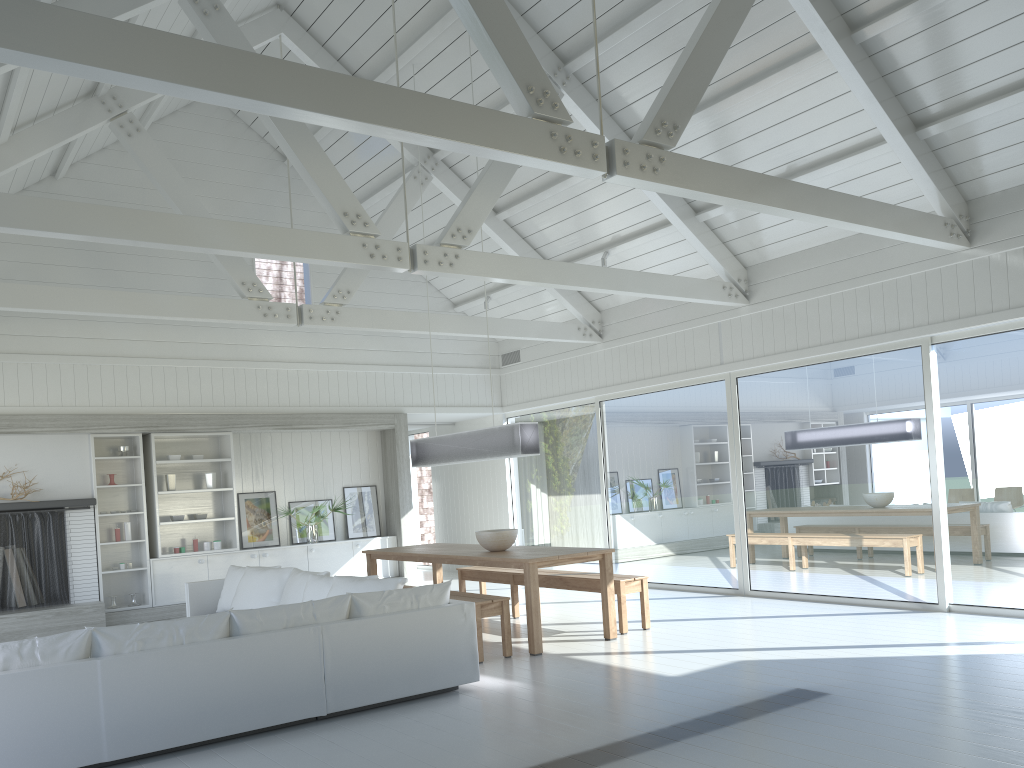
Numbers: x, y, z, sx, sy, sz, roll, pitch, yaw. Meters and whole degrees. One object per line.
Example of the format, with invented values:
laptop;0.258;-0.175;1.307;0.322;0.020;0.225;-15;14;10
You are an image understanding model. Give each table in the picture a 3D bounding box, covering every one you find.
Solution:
table;-0.333;1.946;8.324;0.904;0.761;2.965;-1;-7;-35

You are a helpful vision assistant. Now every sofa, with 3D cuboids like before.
sofa;-2.833;1.902;6.535;3.472;0.736;4.157;1;-8;-35

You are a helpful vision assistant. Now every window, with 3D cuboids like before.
window;-1.530;1.992;15.200;0.037;2.425;0.950;-3;-1;-36
window;3.101;0.937;8.634;0.080;2.417;10.990;-3;-5;-36

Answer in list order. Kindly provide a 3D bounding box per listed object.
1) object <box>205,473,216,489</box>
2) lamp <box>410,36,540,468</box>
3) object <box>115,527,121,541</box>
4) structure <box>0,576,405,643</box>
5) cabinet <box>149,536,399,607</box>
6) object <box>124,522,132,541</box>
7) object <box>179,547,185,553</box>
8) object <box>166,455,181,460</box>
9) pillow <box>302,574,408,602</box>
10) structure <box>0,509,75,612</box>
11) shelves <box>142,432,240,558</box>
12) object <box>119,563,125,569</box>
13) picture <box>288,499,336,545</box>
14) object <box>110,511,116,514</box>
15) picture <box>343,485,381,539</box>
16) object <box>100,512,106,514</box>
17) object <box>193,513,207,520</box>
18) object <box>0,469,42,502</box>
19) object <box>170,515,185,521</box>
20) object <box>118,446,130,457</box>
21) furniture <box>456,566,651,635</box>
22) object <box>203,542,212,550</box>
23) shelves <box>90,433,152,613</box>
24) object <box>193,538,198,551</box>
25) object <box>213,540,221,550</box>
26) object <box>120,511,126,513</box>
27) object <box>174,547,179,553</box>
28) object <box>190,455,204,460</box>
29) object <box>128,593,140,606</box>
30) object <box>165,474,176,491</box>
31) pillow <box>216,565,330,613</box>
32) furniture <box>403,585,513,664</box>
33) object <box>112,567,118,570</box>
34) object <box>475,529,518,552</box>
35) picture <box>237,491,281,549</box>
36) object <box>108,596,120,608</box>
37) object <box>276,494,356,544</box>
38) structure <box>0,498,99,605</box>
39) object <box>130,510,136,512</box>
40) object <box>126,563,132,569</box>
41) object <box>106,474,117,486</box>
object;-3.658;1.178;10.709;0.103;0.196;0.103;-4;-2;9
lamp;-0.525;-1.383;8.291;0.200;4.238;1.915;-3;-1;-36
object;-4.511;1.701;10.081;0.054;0.196;0.054;-3;-1;-36
structure;-4.445;2.665;10.593;6.342;0.346;1.892;1;-8;-35
cabinet;-3.002;2.346;11.264;3.178;0.550;0.657;1;-6;-36
object;-4.423;1.695;10.141;0.072;0.211;0.071;-3;-1;-36
object;-3.928;1.975;10.495;0.057;0.061;0.058;-6;-4;32
object;-4.017;0.881;10.468;0.141;0.066;0.142;0;-7;-35
pillow;-1.264;1.711;6.750;0.465;0.477;1.324;0;-7;-44
structure;-5.223;1.866;9.272;1.096;1.062;0.117;-1;-2;-36
shelves;-3.913;1.335;10.694;0.937;1.441;0.607;-2;-2;-36
object;-4.464;2.084;10.097;0.054;0.071;0.054;-2;-3;-36
picture;-2.617;1.804;11.561;0.608;0.552;0.054;-1;-2;-36
object;-4.546;1.465;10.046;0.054;0.025;0.054;0;-7;-35
picture;-2.032;1.739;11.969;0.494;0.703;0.065;-2;-1;-36
object;-4.611;1.456;9.933;0.054;0.025;0.054;0;-7;-35
object;-3.803;1.617;10.758;0.141;0.066;0.142;0;-7;-35
object;-5.291;1.013;9.261;0.458;0.501;0.784;-5;-5;24
object;-3.972;1.593;10.463;0.141;0.066;0.142;0;-7;-35
object;-4.460;0.778;10.128;0.161;0.124;0.162;-3;-4;-3
furniture;0.309;2.104;8.768;0.340;0.470;2.696;-2;-6;-36
object;-3.691;1.967;10.700;0.091;0.095;0.090;-4;-3;-2
shelves;-4.581;1.597;10.203;0.539;1.998;0.607;-3;-1;-36
object;-3.799;1.909;10.579;0.054;0.196;0.054;-3;-1;-36
object;-3.575;1.952;10.699;0.085;0.111;0.085;-4;-3;0
object;-4.481;1.474;10.160;0.054;0.025;0.054;0;-7;-35
object;-3.970;1.965;10.434;0.054;0.071;0.054;-5;-3;33
object;-3.848;0.905;10.762;0.141;0.066;0.142;0;-7;-35
object;-4.353;2.480;10.150;0.137;0.130;0.137;-4;-4;7
object;-4.039;1.170;10.437;0.102;0.196;0.103;-2;-2;-36
pillow;-2.195;1.930;8.128;0.461;0.477;2.067;0;-7;-43
furniture;-0.910;2.080;7.898;0.340;0.470;2.696;-2;-6;-36
object;-4.526;2.106;10.052;0.054;0.025;0.054;0;-7;-35
object;-0.134;1.416;7.970;0.389;0.185;0.391;2;-8;-44
picture;-3.196;1.716;11.139;0.494;0.703;0.065;-2;-1;-36
object;-4.531;2.477;10.023;0.137;0.130;0.137;-4;-4;7
object;-2.483;1.724;11.294;0.970;0.628;0.625;0;-5;-38
structure;-5.428;1.935;9.560;1.614;1.284;0.863;-1;-4;-36
object;-4.416;1.483;10.273;0.054;0.025;0.054;0;-7;-35
object;-4.403;2.090;10.138;0.058;0.061;0.058;-1;-4;-36
object;-4.568;1.096;10.067;0.137;0.130;0.137;-4;-4;7
